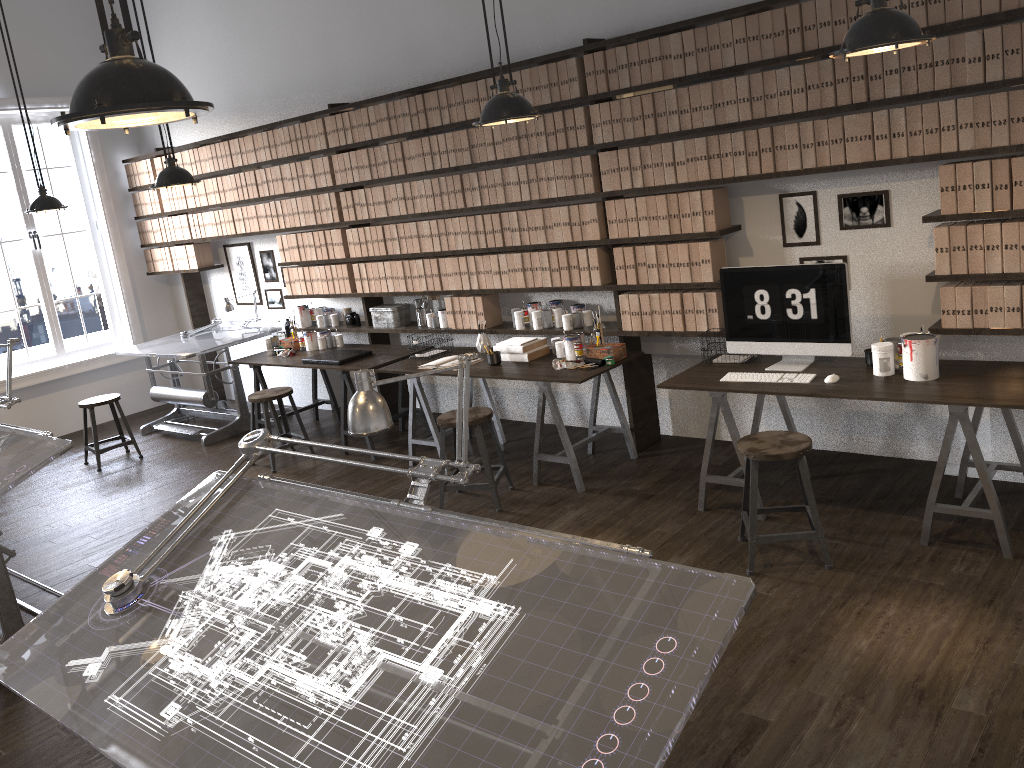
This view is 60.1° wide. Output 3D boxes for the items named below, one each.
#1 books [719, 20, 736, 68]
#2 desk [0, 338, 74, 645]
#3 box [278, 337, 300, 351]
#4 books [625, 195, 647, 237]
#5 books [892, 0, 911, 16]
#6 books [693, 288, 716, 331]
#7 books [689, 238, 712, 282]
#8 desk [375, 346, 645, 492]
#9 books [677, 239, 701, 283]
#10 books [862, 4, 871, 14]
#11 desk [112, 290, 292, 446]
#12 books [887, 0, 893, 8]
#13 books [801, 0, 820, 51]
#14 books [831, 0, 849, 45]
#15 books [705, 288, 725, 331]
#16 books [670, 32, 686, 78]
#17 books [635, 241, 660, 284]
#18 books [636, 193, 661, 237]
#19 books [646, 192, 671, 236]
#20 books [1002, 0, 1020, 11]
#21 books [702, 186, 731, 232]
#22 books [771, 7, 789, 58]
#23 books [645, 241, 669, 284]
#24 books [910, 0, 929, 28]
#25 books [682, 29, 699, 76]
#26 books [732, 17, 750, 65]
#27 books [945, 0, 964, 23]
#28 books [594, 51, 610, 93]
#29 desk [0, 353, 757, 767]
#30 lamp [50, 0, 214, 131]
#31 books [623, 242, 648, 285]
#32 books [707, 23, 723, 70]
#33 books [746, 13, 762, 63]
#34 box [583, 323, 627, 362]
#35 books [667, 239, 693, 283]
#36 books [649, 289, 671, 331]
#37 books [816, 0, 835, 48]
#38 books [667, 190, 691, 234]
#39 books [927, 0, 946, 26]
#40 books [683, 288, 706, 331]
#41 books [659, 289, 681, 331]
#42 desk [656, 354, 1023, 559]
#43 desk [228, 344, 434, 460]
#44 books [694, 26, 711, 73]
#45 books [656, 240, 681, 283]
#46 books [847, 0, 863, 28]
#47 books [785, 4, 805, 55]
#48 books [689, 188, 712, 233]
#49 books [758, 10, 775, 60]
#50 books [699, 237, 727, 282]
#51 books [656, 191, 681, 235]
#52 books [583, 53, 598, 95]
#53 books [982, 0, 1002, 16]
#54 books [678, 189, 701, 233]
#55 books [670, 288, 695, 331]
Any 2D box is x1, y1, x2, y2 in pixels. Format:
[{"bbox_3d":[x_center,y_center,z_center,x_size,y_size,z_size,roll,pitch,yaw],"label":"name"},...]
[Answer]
[{"bbox_3d":[1.134,-1.726,4.506,0.067,0.223,0.176,1,15,41],"label":"books"},{"bbox_3d":[-2.999,0.504,4.486,2.282,1.373,1.086,3,16,41],"label":"desk"},{"bbox_3d":[-1.758,-0.323,7.112,0.212,0.082,0.139,3,17,40],"label":"box"},{"bbox_3d":[0.736,-0.964,5.094,0.067,0.224,0.176,1,15,41],"label":"books"},{"bbox_3d":[1.766,-1.688,3.964,0.067,0.223,0.176,1,15,41],"label":"books"},{"bbox_3d":[1.096,-0.415,4.953,0.067,0.223,0.176,1,15,41],"label":"books"},{"bbox_3d":[1.060,-0.683,4.904,0.067,0.223,0.176,1,15,41],"label":"books"},{"bbox_3d":[-0.013,0.180,5.592,1.670,0.663,0.662,3,17,41],"label":"desk"},{"bbox_3d":[1.007,-0.685,4.944,0.067,0.224,0.176,1,15,41],"label":"books"},{"bbox_3d":[1.665,-1.693,4.046,0.067,0.224,0.176,1,15,41],"label":"books"},{"bbox_3d":[-2.644,-0.181,7.741,1.270,1.087,1.081,2,16,41],"label":"desk"},{"bbox_3d":[1.719,-1.691,4.006,0.067,0.223,0.176,1,15,41],"label":"books"},{"bbox_3d":[1.457,-1.708,4.233,0.067,0.223,0.176,1,15,41],"label":"books"},{"bbox_3d":[1.564,-1.701,4.141,0.067,0.223,0.176,1,15,41],"label":"books"},{"bbox_3d":[1.153,-0.413,4.910,0.067,0.223,0.176,1,15,41],"label":"books"},{"bbox_3d":[0.919,-1.740,4.690,0.067,0.223,0.176,1,15,41],"label":"books"},{"bbox_3d":[0.798,-0.699,5.131,0.067,0.223,0.176,1,15,41],"label":"books"},{"bbox_3d":[0.792,-0.961,5.048,0.067,0.223,0.176,1,15,41],"label":"books"},{"bbox_3d":[0.841,-0.959,5.009,0.067,0.223,0.176,1,15,41],"label":"books"},{"bbox_3d":[2.088,-1.667,3.684,0.067,0.224,0.176,1,15,41],"label":"books"},{"bbox_3d":[1.106,-0.943,4.784,0.067,0.223,0.176,1,15,41],"label":"books"},{"bbox_3d":[1.343,-1.715,4.330,0.067,0.223,0.176,1,15,41],"label":"books"},{"bbox_3d":[0.849,-0.695,5.082,0.067,0.223,0.176,1,15,41],"label":"books"},{"bbox_3d":[1.820,-1.684,3.916,0.067,0.224,0.176,1,15,41],"label":"books"},{"bbox_3d":[0.973,-1.736,4.641,0.067,0.224,0.176,1,15,41],"label":"books"},{"bbox_3d":[1.186,-1.722,4.456,0.067,0.223,0.176,1,15,41],"label":"books"},{"bbox_3d":[1.930,-1.679,3.829,0.067,0.223,0.176,1,15,41],"label":"books"},{"bbox_3d":[0.550,-1.762,5.003,0.067,0.224,0.176,1,15,41],"label":"books"},{"bbox_3d":[-0.454,0.661,2.305,2.070,1.373,1.086,3,16,41],"label":"desk"},{"bbox_3d":[-0.926,-1.623,1.602,0.314,2.231,0.312,-13,12,-23],"label":"lamp"},{"bbox_3d":[0.737,-0.702,5.176,0.067,0.224,0.176,1,15,41],"label":"books"},{"bbox_3d":[1.083,-1.731,4.554,0.067,0.223,0.176,1,15,41],"label":"books"},{"bbox_3d":[1.241,-1.719,4.409,0.067,0.224,0.176,1,15,41],"label":"books"},{"bbox_3d":[0.531,-0.242,5.131,0.212,0.205,0.139,2,16,41],"label":"box"},{"bbox_3d":[0.959,-0.689,4.992,0.067,0.223,0.176,1,15,41],"label":"books"},{"bbox_3d":[0.881,-0.429,5.141,0.067,0.223,0.176,1,15,41],"label":"books"},{"bbox_3d":[1.508,-1.703,4.184,0.067,0.223,0.176,1,15,41],"label":"books"},{"bbox_3d":[0.944,-0.953,4.922,0.067,0.223,0.176,1,15,41],"label":"books"},{"bbox_3d":[1.875,-1.682,3.873,0.067,0.223,0.176,1,15,41],"label":"books"},{"bbox_3d":[1.045,-0.420,5.003,0.067,0.223,0.176,1,15,41],"label":"books"},{"bbox_3d":[0.932,-0.426,5.100,0.067,0.223,0.176,1,15,41],"label":"books"},{"bbox_3d":[1.613,0.280,4.199,1.670,0.663,0.662,3,17,41],"label":"desk"},{"bbox_3d":[-1.353,0.098,6.740,1.670,0.663,0.662,3,17,41],"label":"desk"},{"bbox_3d":[1.029,-1.734,4.598,0.067,0.223,0.176,1,15,41],"label":"books"},{"bbox_3d":[0.905,-0.693,5.039,0.067,0.223,0.176,1,15,41],"label":"books"},{"bbox_3d":[1.618,-1.698,4.094,0.067,0.223,0.176,1,15,41],"label":"books"},{"bbox_3d":[1.396,-1.710,4.278,0.067,0.224,0.176,1,15,41],"label":"books"},{"bbox_3d":[1.049,-0.945,4.827,0.067,0.223,0.176,1,15,41],"label":"books"},{"bbox_3d":[1.292,-1.717,4.371,0.067,0.223,0.176,1,15,41],"label":"books"},{"bbox_3d":[1.107,-0.679,4.862,0.067,0.223,0.176,1,15,41],"label":"books"},{"bbox_3d":[0.889,-0.954,4.962,0.067,0.224,0.176,1,15,41],"label":"books"},{"bbox_3d":[0.497,-1.767,5.056,0.067,0.223,0.176,1,15,41],"label":"books"},{"bbox_3d":[2.033,-1.670,3.731,0.067,0.223,0.176,1,15,41],"label":"books"},{"bbox_3d":[0.997,-0.950,4.876,0.067,0.223,0.176,1,15,41],"label":"books"},{"bbox_3d":[0.985,-0.422,5.048,0.067,0.224,0.176,1,15,41],"label":"books"}]
